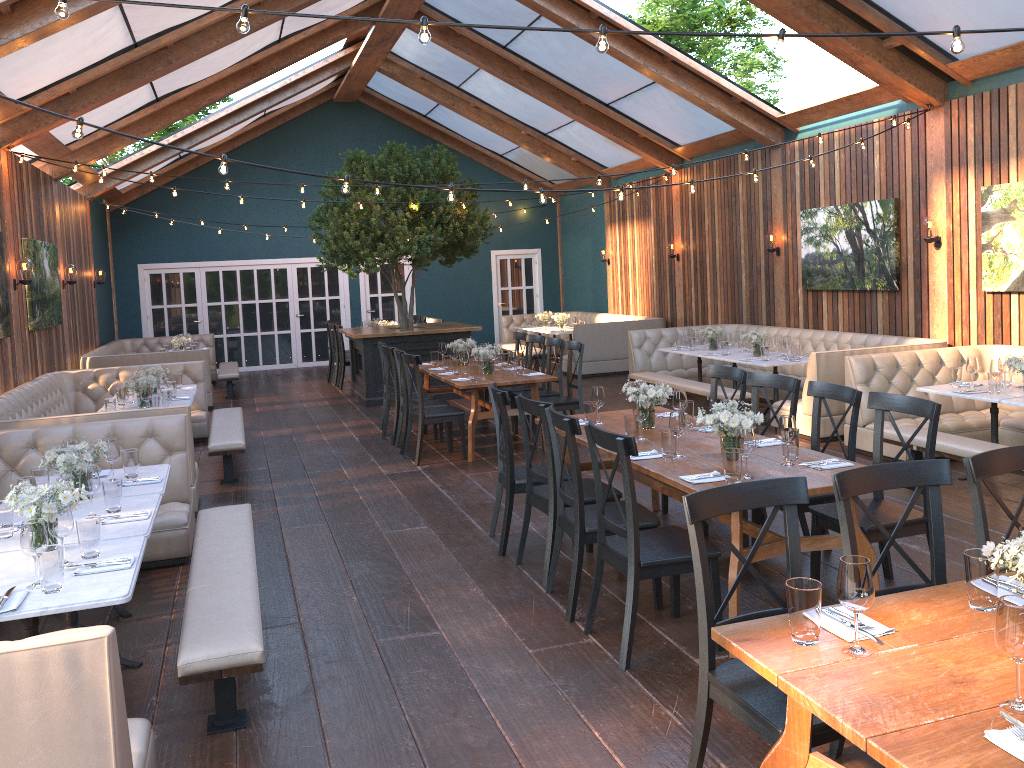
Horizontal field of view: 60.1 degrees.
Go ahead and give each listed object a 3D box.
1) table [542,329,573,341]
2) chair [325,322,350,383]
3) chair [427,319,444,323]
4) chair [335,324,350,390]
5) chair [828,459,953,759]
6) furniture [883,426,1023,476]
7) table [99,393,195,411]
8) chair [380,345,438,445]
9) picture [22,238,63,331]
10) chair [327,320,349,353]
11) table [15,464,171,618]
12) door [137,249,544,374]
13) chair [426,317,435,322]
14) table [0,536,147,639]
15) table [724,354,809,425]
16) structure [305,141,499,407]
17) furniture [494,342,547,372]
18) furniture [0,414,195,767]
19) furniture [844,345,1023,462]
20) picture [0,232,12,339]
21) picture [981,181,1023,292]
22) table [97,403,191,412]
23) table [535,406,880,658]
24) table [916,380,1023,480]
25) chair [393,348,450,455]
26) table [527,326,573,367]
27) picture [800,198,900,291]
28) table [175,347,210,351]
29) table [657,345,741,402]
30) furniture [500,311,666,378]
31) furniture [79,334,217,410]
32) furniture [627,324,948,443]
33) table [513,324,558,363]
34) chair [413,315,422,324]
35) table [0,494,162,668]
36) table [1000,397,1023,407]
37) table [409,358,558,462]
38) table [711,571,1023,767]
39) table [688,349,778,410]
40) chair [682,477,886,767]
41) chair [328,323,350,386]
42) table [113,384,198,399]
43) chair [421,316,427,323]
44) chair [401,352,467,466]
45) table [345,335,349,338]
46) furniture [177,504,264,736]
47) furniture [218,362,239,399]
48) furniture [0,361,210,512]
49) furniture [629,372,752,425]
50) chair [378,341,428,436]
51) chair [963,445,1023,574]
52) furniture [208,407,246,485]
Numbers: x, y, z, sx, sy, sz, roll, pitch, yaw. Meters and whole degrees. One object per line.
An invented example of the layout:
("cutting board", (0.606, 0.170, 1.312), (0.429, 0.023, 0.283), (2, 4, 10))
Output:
("table", (1.031, -0.591, 15.375), (0.800, 0.669, 0.802), (-5, 6, -18))
("chair", (-2.959, -0.570, 15.292), (0.540, 1.016, 0.479), (-4, 4, -12))
("chair", (-1.398, -0.554, 14.593), (0.541, 1.016, 0.478), (-6, 5, -34))
("chair", (-2.560, -0.455, 14.245), (0.540, 1.016, 0.479), (-4, 4, -17))
("chair", (1.385, 0.808, 2.904), (0.478, 1.016, 0.541), (-4, 4, -17))
("furniture", (3.353, 0.648, 5.883), (0.313, 0.397, 2.339), (-4, 7, -17))
("table", (-3.448, 0.497, 8.470), (0.799, 0.669, 0.802), (-4, 6, -17))
("chair", (-1.113, 0.086, 9.472), (0.540, 1.016, 0.479), (-4, 5, -22))
("picture", (-5.422, -1.153, 10.258), (0.065, 0.993, 1.657), (-4, 6, -17))
("chair", (-3.053, -0.637, 15.850), (0.540, 1.016, 0.479), (-4, 4, -12))
("table", (-2.327, 0.894, 4.944), (0.800, 0.669, 0.802), (-5, 6, -18))
("door", (-3.226, -1.530, 18.237), (8.183, 2.201, 0.174), (-5, 4, -17))
("chair", (-1.554, -0.617, 15.149), (0.540, 1.016, 0.479), (-4, 4, -17))
("table", (-1.833, 1.070, 3.390), (0.800, 0.669, 0.802), (-5, 6, -18))
("table", (2.865, 0.060, 9.603), (0.800, 0.669, 0.802), (-5, 6, -18))
("structure", (-1.555, -1.665, 12.839), (2.716, 3.680, 2.864), (-3, 5, -9))
("furniture", (0.148, -0.490, 15.970), (0.313, 0.397, 2.339), (-4, 7, -17))
("furniture", (-2.451, 0.922, 4.034), (1.711, 0.855, 4.176), (-5, 7, -17))
("furniture", (4.401, 0.328, 6.198), (1.711, 0.855, 4.176), (-5, 7, -17))
("picture", (-4.586, -0.859, 7.648), (0.065, 0.993, 1.657), (-4, 6, -17))
("picture", (4.749, -1.293, 7.659), (0.065, 0.993, 1.657), (-4, 6, -17))
("table", (-3.201, 0.584, 7.693), (0.800, 0.669, 0.802), (-5, 6, -18))
("table", (0.992, 0.692, 5.097), (0.951, 0.726, 2.442), (-4, 7, -17))
("table", (3.739, 0.370, 6.853), (0.800, 0.669, 0.802), (-5, 6, -18))
("chair", (-0.920, 0.144, 8.945), (0.540, 1.016, 0.479), (-4, 4, -14))
("table", (0.784, -0.679, 16.152), (0.799, 0.669, 0.802), (-4, 6, -17))
("picture", (3.899, -1.592, 10.315), (0.065, 0.993, 1.657), (-4, 6, -17))
("table", (-5.529, -0.242, 15.020), (0.800, 0.669, 0.802), (-5, 6, -18))
("table", (2.371, -0.116, 11.157), (0.800, 0.669, 0.802), (-5, 6, -18))
("furniture", (1.205, -0.806, 16.256), (1.711, 0.855, 4.176), (-5, 7, -17))
("furniture", (-5.654, -0.215, 14.111), (1.711, 0.855, 4.176), (-5, 7, -17))
("furniture", (3.033, -0.157, 10.504), (1.711, 0.855, 4.176), (-5, 7, -17))
("table", (0.537, -0.767, 16.929), (0.800, 0.669, 0.802), (-5, 6, -18))
("chair", (-1.892, -0.738, 16.215), (0.540, 1.016, 0.479), (-4, 5, -22))
("table", (-2.080, 0.982, 4.167), (0.799, 0.669, 0.802), (-4, 6, -17))
("table", (3.986, 0.457, 6.076), (0.799, 0.669, 0.802), (-4, 6, -17))
("table", (-0.373, 0.208, 9.393), (0.951, 0.726, 2.442), (-4, 7, -17))
("table", (1.873, 0.994, 2.409), (2.434, 0.727, 0.954), (-5, 6, -17))
("table", (2.618, -0.028, 10.380), (0.799, 0.669, 0.802), (-4, 6, -17))
("chair", (0.851, 0.854, 2.736), (0.478, 1.016, 0.541), (-4, 5, -22))
("chair", (-2.776, -0.512, 14.764), (0.540, 1.016, 0.479), (-4, 5, -22))
("table", (-3.695, 0.409, 9.247), (0.800, 0.669, 0.802), (-5, 6, -18))
("chair", (-1.723, -0.677, 15.682), (0.540, 1.016, 0.479), (-4, 4, -12))
("chair", (-0.751, 0.204, 8.412), (0.540, 1.016, 0.479), (-4, 5, -22))
("table", (-2.226, -0.450, 15.225), (0.951, 0.726, 2.442), (-4, 7, -17))
("furniture", (-1.418, 1.061, 4.381), (0.313, 0.397, 2.339), (-4, 7, -17))
("furniture", (-4.623, -0.077, 14.468), (0.313, 0.397, 2.339), (-4, 7, -17))
("furniture", (-3.823, 0.435, 8.350), (1.711, 0.855, 4.176), (-5, 7, -17))
("furniture", (1.985, 0.163, 10.187), (0.313, 0.397, 2.339), (-4, 7, -17))
("chair", (-1.248, 0.023, 10.015), (0.540, 1.016, 0.479), (-4, 4, -12))
("chair", (1.918, 0.762, 3.072), (0.478, 1.016, 0.541), (-4, 5, -22))
("furniture", (-2.785, 0.575, 8.685), (0.313, 0.397, 2.339), (-4, 7, -17))
